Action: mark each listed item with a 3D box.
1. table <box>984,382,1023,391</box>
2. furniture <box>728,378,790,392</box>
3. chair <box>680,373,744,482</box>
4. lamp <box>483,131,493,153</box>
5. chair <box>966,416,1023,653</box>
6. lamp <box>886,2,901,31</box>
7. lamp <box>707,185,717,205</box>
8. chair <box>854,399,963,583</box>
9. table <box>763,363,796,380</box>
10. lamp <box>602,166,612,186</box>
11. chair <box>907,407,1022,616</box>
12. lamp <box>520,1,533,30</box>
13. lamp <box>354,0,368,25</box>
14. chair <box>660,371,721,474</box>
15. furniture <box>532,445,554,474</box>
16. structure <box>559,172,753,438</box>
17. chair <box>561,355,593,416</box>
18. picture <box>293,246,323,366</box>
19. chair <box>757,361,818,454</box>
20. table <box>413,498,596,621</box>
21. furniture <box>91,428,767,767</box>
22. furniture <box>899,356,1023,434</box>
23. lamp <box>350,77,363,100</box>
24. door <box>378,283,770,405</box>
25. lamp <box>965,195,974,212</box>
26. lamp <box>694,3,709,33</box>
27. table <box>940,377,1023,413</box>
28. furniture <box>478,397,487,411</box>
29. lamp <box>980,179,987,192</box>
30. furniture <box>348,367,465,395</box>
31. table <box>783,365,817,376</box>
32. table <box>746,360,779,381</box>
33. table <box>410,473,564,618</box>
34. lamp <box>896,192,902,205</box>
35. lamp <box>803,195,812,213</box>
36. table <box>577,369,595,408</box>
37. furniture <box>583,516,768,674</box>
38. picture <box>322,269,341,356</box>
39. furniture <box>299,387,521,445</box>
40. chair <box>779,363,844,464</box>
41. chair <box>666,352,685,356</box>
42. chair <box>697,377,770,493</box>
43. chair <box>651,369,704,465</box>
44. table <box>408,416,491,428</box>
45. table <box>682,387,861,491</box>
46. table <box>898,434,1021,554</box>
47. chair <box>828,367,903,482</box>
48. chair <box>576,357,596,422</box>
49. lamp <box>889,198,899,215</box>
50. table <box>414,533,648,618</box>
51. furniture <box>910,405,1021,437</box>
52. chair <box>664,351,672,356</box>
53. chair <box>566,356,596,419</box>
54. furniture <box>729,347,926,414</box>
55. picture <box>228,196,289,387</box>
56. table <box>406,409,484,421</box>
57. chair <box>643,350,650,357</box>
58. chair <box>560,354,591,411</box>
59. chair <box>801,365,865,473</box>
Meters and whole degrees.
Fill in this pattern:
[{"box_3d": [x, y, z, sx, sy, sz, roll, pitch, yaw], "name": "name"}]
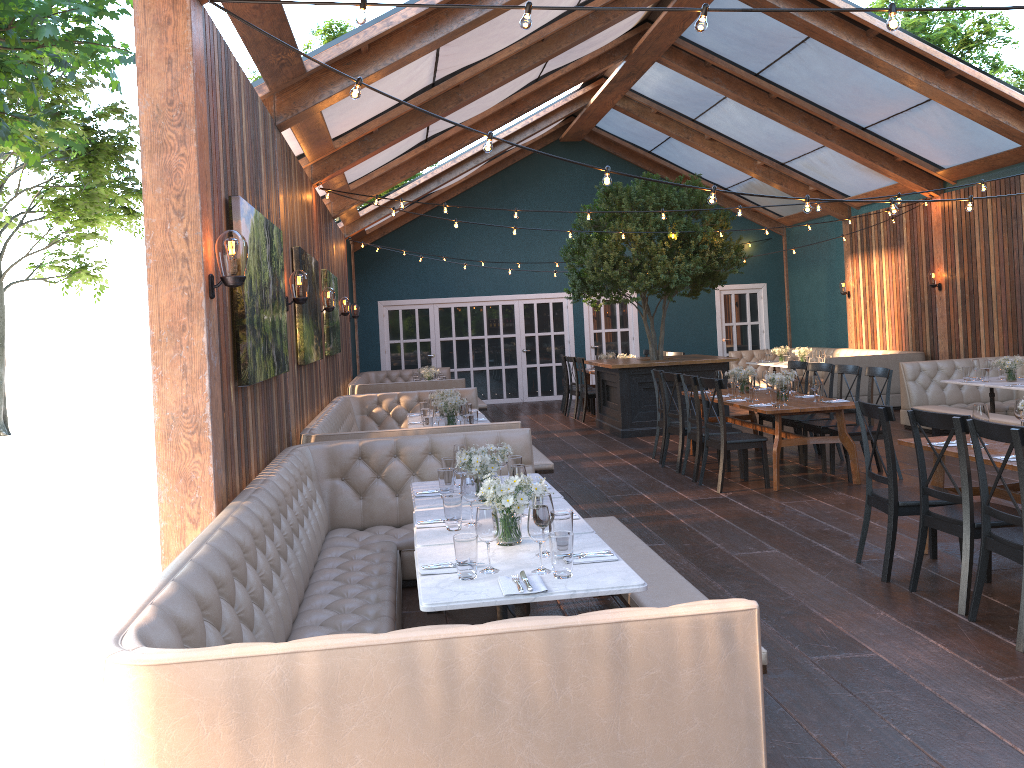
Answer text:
[{"box_3d": [5.705, 0.341, 9.505, 0.799, 0.672, 0.799, -3, 2, -7], "name": "table"}, {"box_3d": [4.297, 0.151, 15.449, 0.313, 0.398, 2.332, -3, 4, -7], "name": "furniture"}, {"box_3d": [1.964, 0.406, 8.739, 0.539, 1.020, 0.477, -3, 1, -4], "name": "chair"}, {"box_3d": [-0.131, -1.311, 4.791, 0.056, 0.119, 0.059, -3, 1, 24], "name": "lamp"}, {"box_3d": [2.534, 0.678, 4.238, 0.539, 1.020, 0.477, -3, 1, -1], "name": "chair"}, {"box_3d": [1.565, -1.511, 3.635, 0.056, 0.120, 0.056, -3, 1, -31], "name": "lamp"}, {"box_3d": [1.230, -1.163, 5.448, 0.056, 0.120, 0.056, -2, 1, 43], "name": "lamp"}, {"box_3d": [2.394, 0.611, 5.343, 0.539, 1.020, 0.478, -3, 1, 1], "name": "chair"}, {"box_3d": [4.957, -0.023, 15.521, 0.799, 0.672, 0.799, -3, 2, -7], "name": "table"}, {"box_3d": [0.548, -1.204, 5.116, 0.056, 0.120, 0.056, -3, 1, -10], "name": "lamp"}, {"box_3d": [2.493, 0.643, 4.784, 0.540, 1.020, 0.477, -3, 1, -10], "name": "chair"}, {"box_3d": [0.061, -1.624, 3.905, 0.056, 0.114, 0.075, -3, 1, -9], "name": "lamp"}, {"box_3d": [-0.687, -1.689, 4.011, 0.056, 0.118, 0.064, -3, 1, -33], "name": "lamp"}, {"box_3d": [1.870, 0.374, 9.292, 0.540, 1.020, 0.477, -3, 1, -12], "name": "chair"}, {"box_3d": [0.080, 0.807, 8.803, 0.313, 0.398, 2.332, -3, 4, -7], "name": "furniture"}, {"box_3d": [2.060, -1.207, 12.757, 2.714, 3.695, 2.855, -3, 1, 2], "name": "structure"}, {"box_3d": [1.119, 0.007, 15.358, 0.539, 1.020, 0.477, -3, 1, -2], "name": "chair"}, {"box_3d": [-1.871, -0.701, 8.191, 0.065, 0.997, 1.652, -3, 3, -7], "name": "picture"}, {"box_3d": [3.092, 0.264, 10.009, 0.540, 1.020, 0.477, -3, 1, -7], "name": "chair"}, {"box_3d": [-0.052, 0.983, 4.233, 0.799, 0.672, 0.799, -3, 2, -7], "name": "table"}, {"box_3d": [-0.441, 0.912, 4.173, 1.710, 0.858, 4.164, -3, 4, -7], "name": "furniture"}, {"box_3d": [6.136, 0.221, 9.558, 1.710, 0.858, 4.164, -3, 4, -7], "name": "furniture"}, {"box_3d": [-0.785, -1.493, 4.459, 0.068, 0.117, 0.056, -3, 1, 0], "name": "lamp"}, {"box_3d": [1.399, -0.802, 18.336, 8.175, 2.210, 0.174, -3, 0, -7], "name": "door"}, {"box_3d": [3.309, -1.305, 6.404, 0.056, 0.120, 0.056, -3, 1, 12], "name": "lamp"}, {"box_3d": [0.816, -1.564, 3.788, 0.075, 0.114, 0.056, -2, 1, 39], "name": "lamp"}, {"box_3d": [5.604, 0.292, 10.315, 0.799, 0.672, 0.799, -3, 2, -8], "name": "table"}, {"box_3d": [-0.670, 0.443, 14.830, 0.313, 0.398, 2.332, -3, 4, -7], "name": "furniture"}, {"box_3d": [4.536, -1.909, 8.511, 0.056, 0.121, 0.056, -3, 1, 14], "name": "lamp"}, {"box_3d": [-1.747, 0.277, 14.676, 1.710, 0.858, 4.164, -3, 4, -7], "name": "furniture"}, {"box_3d": [5.057, 0.026, 14.711, 0.799, 0.672, 0.799, -3, 2, -8], "name": "table"}, {"box_3d": [4.856, -0.072, 16.331, 0.799, 0.672, 0.799, -3, 2, -8], "name": "table"}, {"box_3d": [-0.153, 0.934, 5.042, 0.799, 0.672, 0.799, -3, 2, -8], "name": "table"}, {"box_3d": [3.788, -1.816, 8.670, 0.067, 0.117, 0.056, -4, 1, -44], "name": "lamp"}, {"box_3d": [1.926, -1.173, 5.771, 0.056, 0.121, 0.056, -3, 1, -8], "name": "lamp"}, {"box_3d": [1.827, 0.130, 15.152, 0.950, 0.729, 2.434, -3, 4, -7], "name": "table"}, {"box_3d": [0.638, 1.079, 4.318, 0.313, 0.398, 2.332, -3, 4, -7], "name": "furniture"}, {"box_3d": [-2.216, -0.865, 10.912, 0.065, 0.997, 1.652, -3, 3, -7], "name": "picture"}, {"box_3d": [-1.001, 0.640, 8.672, 1.710, 0.858, 4.164, -3, 4, -7], "name": "furniture"}, {"box_3d": [3.161, 0.298, 9.452, 0.540, 1.020, 0.477, -3, 1, -12], "name": "chair"}, {"box_3d": [2.527, 0.001, 14.388, 0.540, 1.020, 0.477, -3, 1, -24], "name": "chair"}, {"box_3d": [2.033, 0.440, 8.183, 0.540, 1.020, 0.477, -3, 1, -12], "name": "chair"}, {"box_3d": [1.837, 0.338, 9.852, 0.539, 1.020, 0.477, -3, 1, -2], "name": "chair"}, {"box_3d": [-0.610, 0.711, 8.718, 0.799, 0.672, 0.799, -3, 2, -7], "name": "table"}, {"box_3d": [2.583, 0.498, 9.073, 0.950, 0.729, 2.434, -3, 4, -7], "name": "table"}, {"box_3d": [3.140, 0.769, 4.596, 0.950, 0.729, 2.434, -3, 4, -7], "name": "table"}, {"box_3d": [3.299, 0.365, 8.341, 0.539, 1.020, 0.477, -3, 1, -2], "name": "chair"}, {"box_3d": [1.320, 0.070, 14.254, 0.540, 1.020, 0.477, -3, 1, -7], "name": "chair"}, {"box_3d": [2.625, -1.223, 6.081, 0.056, 0.120, 0.056, -3, 1, -1], "name": "lamp"}, {"box_3d": [0.048, 1.032, 3.423, 0.799, 0.672, 0.799, -3, 2, -8], "name": "table"}, {"box_3d": [5.046, 0.516, 9.422, 0.313, 0.398, 2.332, -3, 4, -7], "name": "furniture"}, {"box_3d": [2.476, -0.035, 14.963, 0.540, 1.020, 0.477, -3, 1, -7], "name": "chair"}, {"box_3d": [1.203, 0.040, 14.805, 0.540, 1.020, 0.477, -3, 1, -12], "name": "chair"}, {"box_3d": [5.390, -0.141, 15.552, 1.710, 0.858, 4.164, -3, 4, -7], "name": "furniture"}, {"box_3d": [-1.520, -0.534, 5.422, 0.065, 0.997, 1.652, -3, 3, -7], "name": "picture"}, {"box_3d": [-0.711, 0.662, 9.527, 0.799, 0.672, 0.799, -3, 2, -8], "name": "table"}, {"box_3d": [2.337, -0.102, 16.075, 0.540, 1.020, 0.477, -3, 1, -12], "name": "chair"}, {"box_3d": [1.129, -0.031, 15.924, 0.539, 1.020, 0.477, -3, 1, -2], "name": "chair"}, {"box_3d": [3.230, 0.332, 8.897, 0.540, 1.020, 0.477, -3, 1, -7], "name": "chair"}]
